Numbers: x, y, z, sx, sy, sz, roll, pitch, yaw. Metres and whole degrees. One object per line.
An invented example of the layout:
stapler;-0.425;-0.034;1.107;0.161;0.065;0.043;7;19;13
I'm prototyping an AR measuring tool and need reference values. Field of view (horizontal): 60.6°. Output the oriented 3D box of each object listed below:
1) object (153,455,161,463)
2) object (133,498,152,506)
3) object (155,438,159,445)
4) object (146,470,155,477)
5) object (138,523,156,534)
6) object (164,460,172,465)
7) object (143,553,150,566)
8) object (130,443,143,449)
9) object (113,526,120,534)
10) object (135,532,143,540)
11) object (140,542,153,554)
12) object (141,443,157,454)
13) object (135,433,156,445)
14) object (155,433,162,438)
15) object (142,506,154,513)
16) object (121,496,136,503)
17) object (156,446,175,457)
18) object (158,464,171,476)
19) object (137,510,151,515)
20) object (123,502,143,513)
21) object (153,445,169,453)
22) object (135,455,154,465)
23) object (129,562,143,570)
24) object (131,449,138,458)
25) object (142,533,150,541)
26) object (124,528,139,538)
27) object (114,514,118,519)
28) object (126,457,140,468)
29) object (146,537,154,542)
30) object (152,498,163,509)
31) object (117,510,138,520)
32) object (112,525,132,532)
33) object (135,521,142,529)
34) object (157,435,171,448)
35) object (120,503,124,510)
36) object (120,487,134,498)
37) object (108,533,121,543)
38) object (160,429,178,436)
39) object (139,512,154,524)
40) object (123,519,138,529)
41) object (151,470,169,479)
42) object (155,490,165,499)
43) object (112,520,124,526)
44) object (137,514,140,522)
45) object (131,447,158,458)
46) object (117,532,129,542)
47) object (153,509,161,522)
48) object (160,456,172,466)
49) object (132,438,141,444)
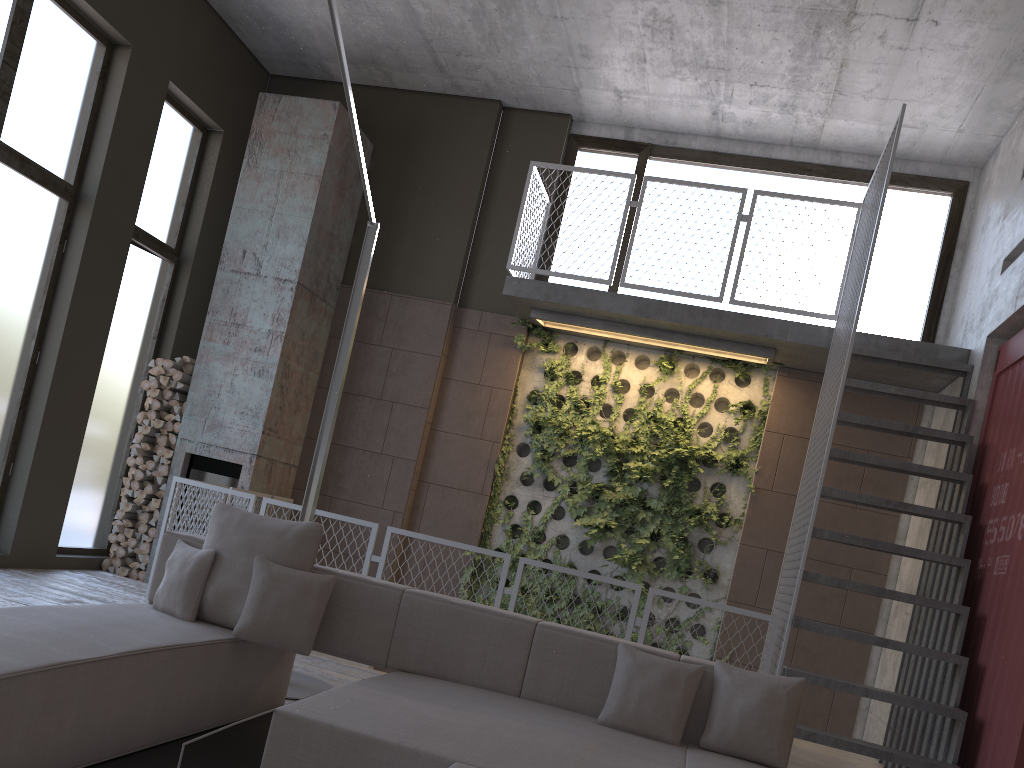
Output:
object;-3.166;0.722;8.114;0.067;0.066;0.431;11;-9;15
object;-3.312;1.103;8.098;0.114;0.078;0.444;11;-9;14
object;-3.212;0.570;8.204;0.103;0.101;0.298;11;-9;15
object;-3.258;0.842;8.114;0.064;0.073;0.366;12;-9;13
object;-3.271;1.346;8.099;0.091;0.092;0.446;11;-9;15
object;-3.066;0.725;7.980;0.062;0.047;0.255;11;-9;13
object;-3.235;1.610;8.027;0.063;0.124;0.371;12;-9;16
object;-3.383;0.610;8.154;0.121;0.067;0.371;11;-9;13
object;-3.542;1.379;8.145;0.066;0.084;0.434;12;-9;17
object;-3.325;1.415;8.099;0.067;0.066;0.431;11;-9;15
object;-3.248;1.490;7.966;0.100;0.101;0.298;12;-9;13
object;-3.279;0.621;8.169;0.114;0.078;0.444;11;-9;15
object;-3.317;0.534;8.142;0.090;0.088;0.465;11;-9;16
object;-3.170;0.501;8.119;0.064;0.073;0.367;12;-9;16
object;-3.268;1.162;8.066;0.088;0.056;0.339;11;-9;15
object;-3.510;1.122;8.195;0.069;0.116;0.371;12;-9;14
object;-3.112;0.652;8.114;0.091;0.092;0.446;11;-9;15
object;-3.089;0.797;7.981;0.100;0.101;0.298;12;-9;13
object;-3.329;1.195;8.104;0.064;0.073;0.367;12;-9;16
object;-3.397;1.156;8.088;0.093;0.083;0.489;11;-9;14
object;-3.177;0.629;8.157;0.100;0.085;0.370;11;-9;15
object;-3.324;0.739;8.166;0.090;0.088;0.464;11;-9;15
object;-3.353;1.687;8.108;0.114;0.078;0.444;11;-9;14
object;-3.383;0.686;8.161;0.066;0.084;0.434;12;-9;17
object;-3.248;1.428;8.081;0.067;0.066;0.431;11;-9;15
object;-3.395;1.391;8.114;0.093;0.083;0.489;11;-9;15
object;-3.530;1.241;8.169;0.067;0.070;0.432;11;-9;15
object;-3.414;0.751;8.180;0.091;0.091;0.446;11;-9;15
object;-3.224;1.419;7.965;0.062;0.047;0.255;11;-9;13
object;-3.133;1.116;8.076;0.093;0.083;0.489;11;-9;15
object;-3.476;1.227;8.127;0.090;0.088;0.465;11;-9;16
object;-3.495;1.340;8.051;0.071;0.072;0.431;11;-9;15
object;-3.336;1.322;8.142;0.100;0.085;0.370;11;-9;15
object;-3.127;0.536;8.048;0.098;0.106;0.300;12;-9;14
object;-3.470;1.153;8.106;0.067;0.066;0.431;12;-9;14
object;-3.478;1.024;8.184;0.079;0.106;0.445;12;-9;14
object;-3.573;1.444;8.165;0.091;0.091;0.446;11;-9;15
object;-3.109;0.468;8.081;0.088;0.056;0.339;11;-9;15
object;-3.286;1.229;8.033;0.098;0.106;0.300;12;-9;14
object;-3.437;1.314;8.154;0.114;0.078;0.444;11;-9;15
object;-3.159;0.846;8.087;0.121;0.067;0.371;11;-9;15
object;-3.117;1.043;8.103;0.114;0.078;0.444;11;-9;14
object;-3.542;1.303;8.139;0.121;0.067;0.371;11;-9;13
object;-3.371;1.263;8.189;0.103;0.101;0.298;11;-9;15
object;-3.336;0.647;8.066;0.071;0.072;0.431;11;-9;15
object;-3.483;1.432;8.150;0.090;0.088;0.464;11;-9;15
object;-3.146;1.221;8.036;0.063;0.124;0.371;12;-9;16
object;-3.089;0.734;8.096;0.067;0.066;0.431;11;-9;15
object;-3.372;0.548;8.184;0.067;0.070;0.432;11;-9;15
